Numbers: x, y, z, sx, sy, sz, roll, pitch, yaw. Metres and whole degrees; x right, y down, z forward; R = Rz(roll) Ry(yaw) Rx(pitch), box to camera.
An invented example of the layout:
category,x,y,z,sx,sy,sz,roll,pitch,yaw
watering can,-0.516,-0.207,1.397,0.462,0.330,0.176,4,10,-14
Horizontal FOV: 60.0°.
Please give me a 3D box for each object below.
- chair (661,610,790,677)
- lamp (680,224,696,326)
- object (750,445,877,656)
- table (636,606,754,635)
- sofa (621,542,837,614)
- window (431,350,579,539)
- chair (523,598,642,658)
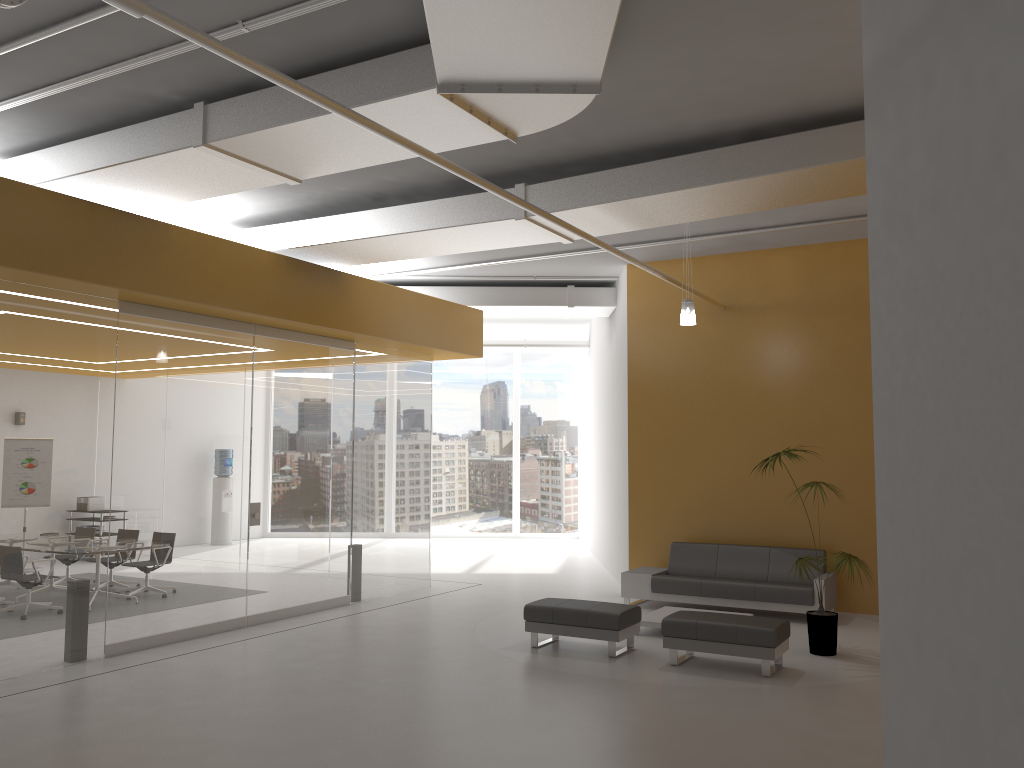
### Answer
category,x,y,z,sx,sy,sz,roll,pitch,yaw
chair,1.895,2.282,7.860,1.012,0.423,0.575,-2,-5,29
lamp,1.915,-1.257,9.682,0.174,1.227,0.174,2,-5,-19
object,2.835,1.566,8.457,0.912,1.956,1.222,2,-5,-20
table,1.931,2.545,9.396,1.000,0.150,1.000,-2,-5,29
sofa,2.570,2.344,10.647,2.400,0.761,0.860,-2,-5,29
window,-1.323,1.231,20.153,8.533,4.498,0.100,0,-5,0
chair,0.681,2.336,8.571,1.012,0.423,0.575,-2,-5,29
